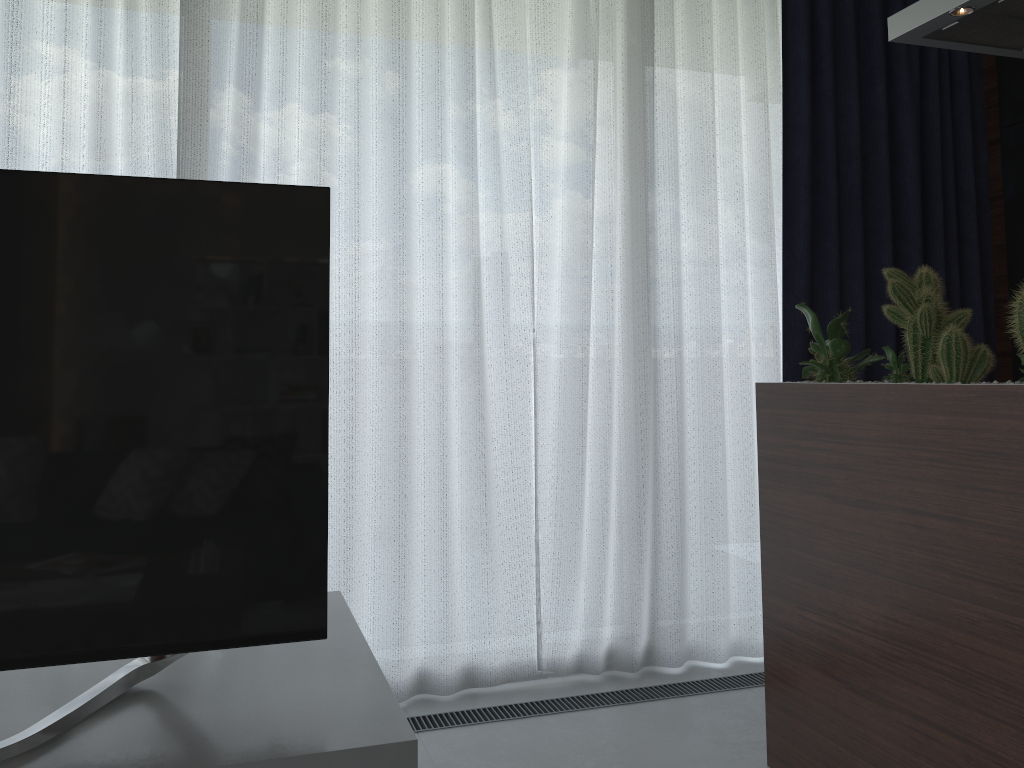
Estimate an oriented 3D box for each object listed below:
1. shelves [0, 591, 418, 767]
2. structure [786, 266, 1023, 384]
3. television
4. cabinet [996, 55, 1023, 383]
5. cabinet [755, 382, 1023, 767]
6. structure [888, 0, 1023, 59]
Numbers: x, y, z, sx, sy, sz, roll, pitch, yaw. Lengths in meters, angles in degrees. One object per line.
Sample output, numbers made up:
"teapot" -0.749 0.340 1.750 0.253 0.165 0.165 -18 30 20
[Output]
"shelves" -1.375 0.738 1.220 2.349 0.502 0.870 -1 -1 -18
"structure" 0.869 -0.123 1.851 0.222 0.287 0.997 0 0 -15
"television" -0.880 0.088 1.216 1.230 0.791 0.296 0 -4 -18
"cabinet" 2.731 -0.333 1.823 0.705 2.566 3.465 1 -2 -18
"cabinet" 1.478 -0.311 0.879 0.786 2.564 3.322 1 -2 -18
"structure" 1.294 -1.222 1.779 0.446 0.764 1.040 0 -1 -18
